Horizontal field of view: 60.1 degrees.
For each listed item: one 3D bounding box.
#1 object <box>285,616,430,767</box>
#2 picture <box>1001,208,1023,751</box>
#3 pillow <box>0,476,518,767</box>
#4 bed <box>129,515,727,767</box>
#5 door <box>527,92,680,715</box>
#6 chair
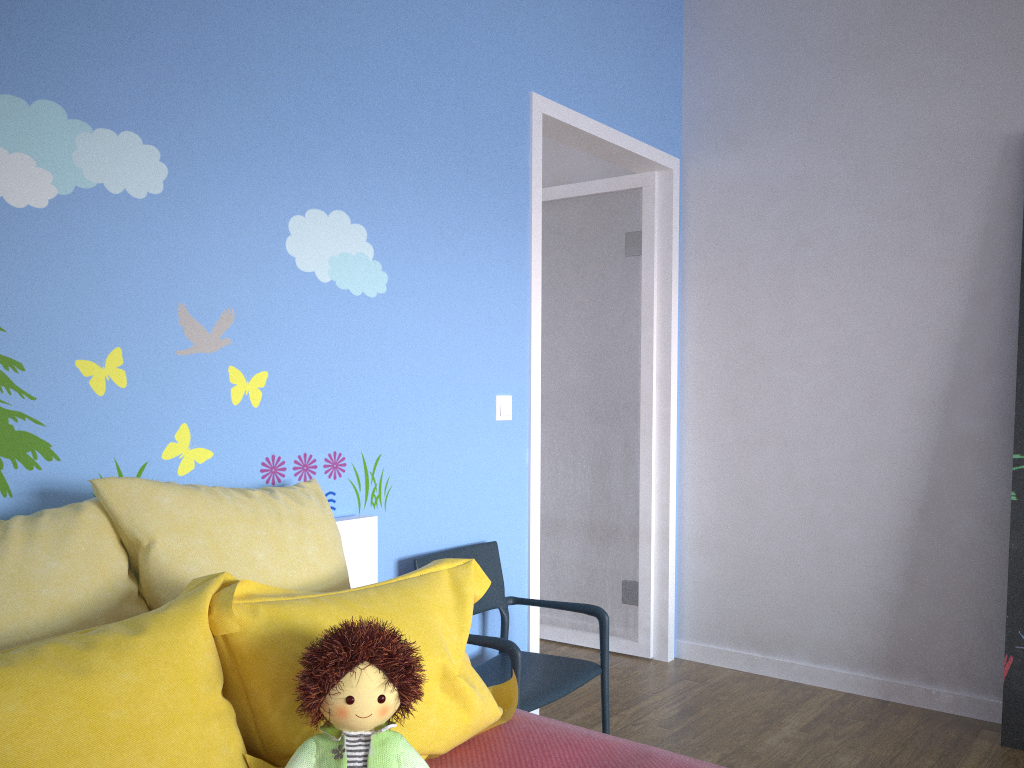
[{"bbox_3d":[-0.229,0.528,1.318,0.286,0.342,0.251,0,1,-17],"label":"object"},{"bbox_3d":[2.026,0.165,2.614,0.957,2.022,0.207,1,2,38],"label":"picture"},{"bbox_3d":[-0.584,0.436,1.508,0.679,0.532,1.344,0,0,39],"label":"pillow"},{"bbox_3d":[0.043,0.732,1.050,2.316,0.812,1.925,0,-1,38],"label":"bed"},{"bbox_3d":[-0.010,0.115,3.668,0.998,2.132,1.032,1,2,38],"label":"door"},{"bbox_3d":[-0.018,0.824,2.527,0.416,0.675,0.512,1,1,35],"label":"chair"}]
